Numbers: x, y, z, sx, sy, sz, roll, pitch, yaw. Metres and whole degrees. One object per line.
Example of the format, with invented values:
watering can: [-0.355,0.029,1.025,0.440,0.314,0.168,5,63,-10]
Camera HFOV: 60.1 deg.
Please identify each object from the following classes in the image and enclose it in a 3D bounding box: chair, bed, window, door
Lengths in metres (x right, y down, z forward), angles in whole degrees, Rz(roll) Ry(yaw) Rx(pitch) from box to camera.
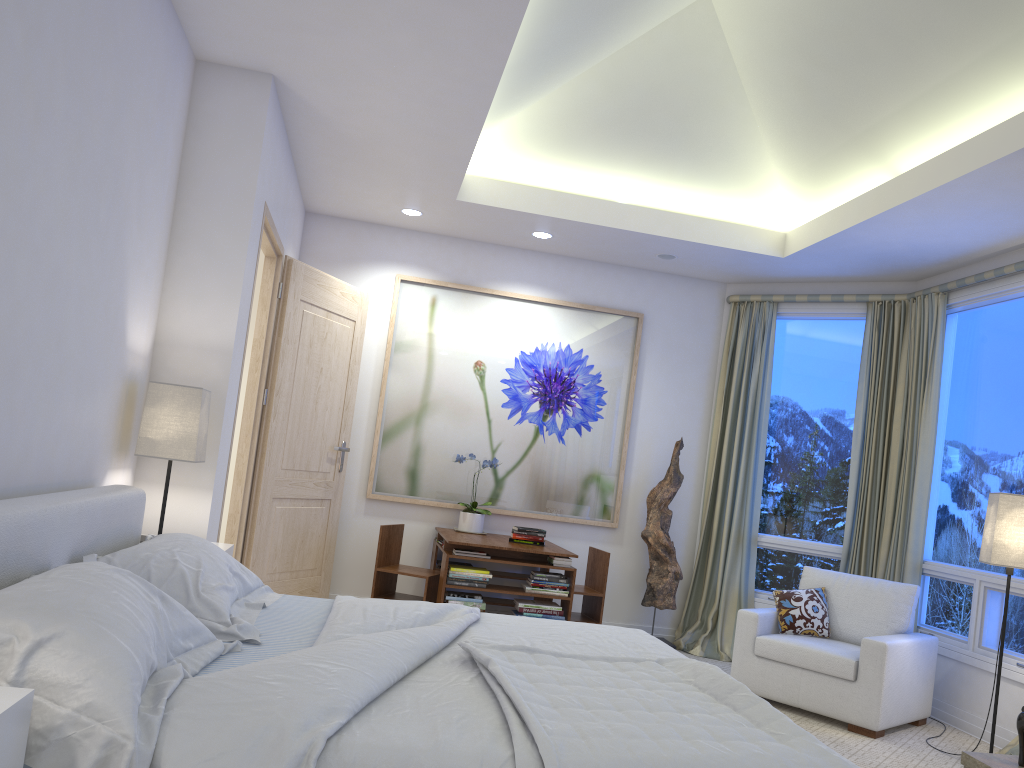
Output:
chair: [0.349,1.305,5.441,0.341,0.609,0.340,8,-3,-14]
bed: [-0.338,0.816,2.385,2.022,0.812,1.973,8,-5,-10]
window: [2.398,0.258,2.834,0.815,2.019,6.861,8,-5,-9]
door: [-1.273,0.295,4.705,0.360,2.050,1.790,7,-4,8]
chair: [1.692,1.352,4.645,0.691,0.704,0.805,11,-6,-44]
window: [2.582,0.447,4.534,0.206,2.021,1.516,8,-4,-9]
chair: [-0.605,1.169,5.307,0.339,0.609,0.342,6,-3,16]

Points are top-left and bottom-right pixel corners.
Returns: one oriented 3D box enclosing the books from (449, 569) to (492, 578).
books: [-0.235,1.062,4.992,0.239,0.019,0.173,8,-5,-4]

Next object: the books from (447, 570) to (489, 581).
books: [-0.251,1.078,4.979,0.222,0.020,0.155,8,-6,-9]

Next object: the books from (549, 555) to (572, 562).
books: [0.278,0.995,5.060,0.103,0.013,0.143,8,-6,-9]

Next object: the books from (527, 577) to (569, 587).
books: [0.206,1.131,5.063,0.218,0.016,0.137,8,-6,-9]

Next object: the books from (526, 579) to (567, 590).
books: [0.196,1.145,5.057,0.209,0.015,0.146,8,-6,-9]

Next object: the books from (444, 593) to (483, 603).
books: [-0.274,1.196,4.953,0.205,0.018,0.119,8,-6,-9]

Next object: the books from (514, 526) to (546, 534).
books: [0.105,0.884,5.366,0.180,0.018,0.125,9,-6,-14]

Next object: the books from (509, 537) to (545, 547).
books: [0.094,0.954,5.373,0.212,0.027,0.155,7,-5,6]

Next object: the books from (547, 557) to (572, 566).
books: [0.272,1.012,5.064,0.111,0.022,0.154,8,-6,-9]

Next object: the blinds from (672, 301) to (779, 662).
blinds: [1.414,0.590,5.845,0.641,2.368,0.296,6,-3,32]

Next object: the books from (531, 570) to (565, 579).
books: [0.206,1.089,5.063,0.177,0.017,0.113,8,-6,-9]

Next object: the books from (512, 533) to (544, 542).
books: [0.092,0.926,5.365,0.190,0.031,0.132,8,-5,-4]

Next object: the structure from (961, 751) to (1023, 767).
structure: [1.977,1.472,2.735,0.329,0.171,1.458,8,-6,-9]

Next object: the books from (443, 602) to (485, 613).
books: [-0.275,1.249,4.950,0.233,0.022,0.142,8,-6,-9]

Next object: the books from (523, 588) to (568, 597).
books: [0.189,1.183,5.061,0.239,0.017,0.173,8,-6,-4]

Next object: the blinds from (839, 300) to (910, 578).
blinds: [2.156,0.641,5.361,0.523,2.365,0.271,6,-3,34]

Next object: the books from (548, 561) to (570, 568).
books: [0.271,1.029,5.058,0.103,0.013,0.143,8,-6,-9]

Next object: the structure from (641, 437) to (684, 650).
structure: [0.991,1.031,5.817,0.305,1.390,0.264,8,-3,-8]

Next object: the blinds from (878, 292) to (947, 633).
blinds: [2.232,0.635,5.184,0.267,2.362,0.525,8,-3,-16]

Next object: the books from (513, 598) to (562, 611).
books: [0.145,1.258,5.051,0.249,0.022,0.180,8,-6,-9]

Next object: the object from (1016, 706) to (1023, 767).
object: [1.946,1.279,3.270,0.097,0.307,0.179,8,-3,-22]

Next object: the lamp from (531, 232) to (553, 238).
lamp: [0.186,-0.919,5.498,0.138,0.014,0.137,11,-7,-37]

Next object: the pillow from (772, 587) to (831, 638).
pillow: [1.562,1.217,4.770,0.285,0.271,0.188,7,-3,0]

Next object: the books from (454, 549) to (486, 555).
books: [-0.238,0.944,4.987,0.174,0.008,0.111,8,-6,-9]

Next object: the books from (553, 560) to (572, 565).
books: [0.271,1.012,5.064,0.108,0.020,0.151,8,-6,-9]

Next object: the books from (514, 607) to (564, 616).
books: [0.152,1.285,5.053,0.257,0.033,0.156,8,-5,-9]

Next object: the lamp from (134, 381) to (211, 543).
lamp: [-1.266,0.295,3.281,0.210,0.581,0.210,8,-3,-9]

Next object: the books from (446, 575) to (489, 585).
books: [-0.256,1.096,4.971,0.235,0.019,0.144,8,-6,-9]

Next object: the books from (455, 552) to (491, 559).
books: [-0.227,0.957,4.982,0.201,0.015,0.140,8,-6,-9]

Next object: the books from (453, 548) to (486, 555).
books: [-0.239,0.944,4.987,0.177,0.009,0.113,8,-6,-9]

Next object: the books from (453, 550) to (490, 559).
books: [-0.227,0.957,4.983,0.201,0.014,0.136,8,-6,-9]

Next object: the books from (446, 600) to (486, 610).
books: [-0.259,1.224,4.952,0.208,0.035,0.145,8,-5,-9]

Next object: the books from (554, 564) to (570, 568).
books: [0.271,1.029,5.059,0.101,0.012,0.140,8,-6,-9]

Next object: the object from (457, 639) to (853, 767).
object: [0.260,0.905,2.017,0.719,0.465,0.915,8,-5,-13]

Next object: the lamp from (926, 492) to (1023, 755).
lamp: [2.186,1.154,4.543,0.276,1.202,1.535,7,-4,4]

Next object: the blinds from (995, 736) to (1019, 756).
blinds: [2.463,0.531,3.824,0.228,2.362,0.662,8,-3,-4]

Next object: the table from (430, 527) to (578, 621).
table: [-0.100,1.244,5.360,0.741,0.598,0.902,8,-5,-9]

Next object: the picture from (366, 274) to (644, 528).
picture: [-0.021,0.128,5.851,1.682,1.457,0.030,8,-3,-9]

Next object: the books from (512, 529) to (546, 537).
books: [0.101,0.903,5.367,0.205,0.020,0.125,7,-5,1]

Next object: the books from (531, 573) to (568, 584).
books: [0.210,1.111,5.065,0.205,0.026,0.125,8,-5,-4]

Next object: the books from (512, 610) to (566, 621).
books: [0.147,1.322,5.045,0.285,0.018,0.182,8,-6,-9]

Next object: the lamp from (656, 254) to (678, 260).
lamp: [0.983,-0.803,5.630,0.138,0.014,0.137,11,-7,-37]

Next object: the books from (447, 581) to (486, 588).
books: [-0.263,1.114,4.971,0.217,0.020,0.157,8,-6,-9]

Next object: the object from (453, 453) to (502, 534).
object: [-0.251,0.699,5.672,0.305,0.503,0.216,8,-3,-9]

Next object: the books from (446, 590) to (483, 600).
books: [-0.266,1.181,4.953,0.198,0.017,0.114,8,-6,-9]

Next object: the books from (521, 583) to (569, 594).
books: [0.185,1.169,5.065,0.249,0.015,0.180,8,-6,-9]

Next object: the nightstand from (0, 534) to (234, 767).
nightstand: [-1.116,0.805,2.184,0.400,0.598,2.556,8,-5,-9]

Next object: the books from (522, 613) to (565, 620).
books: [0.174,1.310,5.048,0.234,0.018,0.169,8,-6,-4]

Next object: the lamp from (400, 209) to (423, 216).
lamp: [-0.608,-1.033,5.367,0.138,0.014,0.137,11,-7,-37]

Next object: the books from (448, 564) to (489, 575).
books: [-0.245,1.043,4.983,0.217,0.019,0.157,8,-6,-9]

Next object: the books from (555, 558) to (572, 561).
books: [0.277,0.995,5.060,0.100,0.012,0.140,8,-6,-9]

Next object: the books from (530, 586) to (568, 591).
books: [0.201,1.158,5.055,0.205,0.011,0.148,8,-6,-9]
